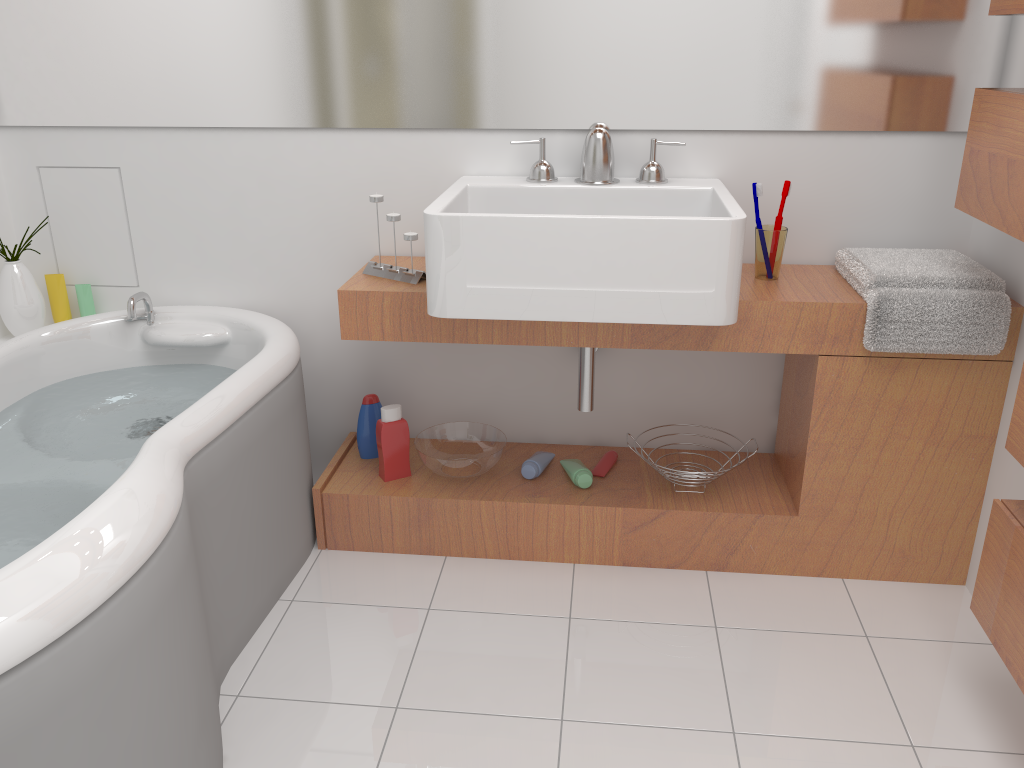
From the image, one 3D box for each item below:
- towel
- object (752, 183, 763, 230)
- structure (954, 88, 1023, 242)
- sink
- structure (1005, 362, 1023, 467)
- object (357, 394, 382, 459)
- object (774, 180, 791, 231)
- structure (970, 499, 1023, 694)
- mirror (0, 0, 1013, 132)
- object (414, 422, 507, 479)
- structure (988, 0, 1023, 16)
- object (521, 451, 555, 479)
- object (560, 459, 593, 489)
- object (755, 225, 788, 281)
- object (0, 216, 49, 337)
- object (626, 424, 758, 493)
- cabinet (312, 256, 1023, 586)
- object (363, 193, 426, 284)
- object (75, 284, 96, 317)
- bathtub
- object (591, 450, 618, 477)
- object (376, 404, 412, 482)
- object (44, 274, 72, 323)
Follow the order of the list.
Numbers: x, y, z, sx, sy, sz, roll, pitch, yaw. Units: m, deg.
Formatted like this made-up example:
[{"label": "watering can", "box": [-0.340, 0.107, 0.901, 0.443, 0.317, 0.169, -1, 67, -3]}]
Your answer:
[{"label": "towel", "box": [0.944, -0.205, 2.082, 0.272, 0.140, 0.359, 2, 21, 6]}, {"label": "object", "box": [0.603, -0.367, 2.132, 0.070, 0.228, 0.016, 12, 25, 29]}, {"label": "structure", "box": [0.986, -0.335, 1.456, 0.165, 0.245, 0.860, 2, 21, 6]}, {"label": "sink", "box": [0.169, -0.237, 2.093, 0.657, 0.673, 0.552, 2, 21, 6]}, {"label": "structure", "box": [0.964, 0.082, 1.382, 0.165, 0.245, 0.417, 2, 21, 6]}, {"label": "object", "box": [-0.386, 0.117, 2.450, 0.092, 0.190, 0.044, -11, 24, -25]}, {"label": "object", "box": [0.643, -0.373, 2.142, 0.052, 0.231, 0.016, -20, 28, -40]}, {"label": "structure", "box": [0.965, 0.408, 1.510, 0.165, 0.245, 0.417, 2, 21, 6]}, {"label": "mirror", "box": [-0.133, -1.066, 2.101, 2.600, 0.887, 0.022, 2, 21, 6]}, {"label": "object", "box": [-0.137, 0.192, 2.379, 0.245, 0.090, 0.245, -9, 23, -20]}, {"label": "structure", "box": [0.985, -0.690, 1.318, 0.165, 0.245, 0.860, 2, 21, 6]}, {"label": "object", "box": [0.071, 0.204, 2.413, 0.059, 0.052, 0.187, 6, 22, 17]}, {"label": "object", "box": [0.173, 0.222, 2.367, 0.059, 0.052, 0.187, -4, 22, -9]}, {"label": "object", "box": [0.620, -0.313, 2.141, 0.076, 0.130, 0.076, -18, 27, -38]}, {"label": "object", "box": [-1.321, -0.275, 2.396, 0.154, 0.326, 0.215, 15, 26, 34]}, {"label": "object", "box": [0.460, 0.202, 2.298, 0.291, 0.126, 0.291, -15, 26, -33]}, {"label": "cabinet", "box": [0.318, 0.077, 2.295, 1.635, 0.719, 0.355, 2, 21, 6]}, {"label": "object", "box": [-0.285, -0.358, 2.154, 0.182, 0.203, 0.059, 15, 26, 34]}, {"label": "object", "box": [-1.209, -0.219, 2.521, 0.038, 0.133, 0.038, 17, 27, 37]}, {"label": "bathtub", "box": [-0.985, 0.329, 1.750, 1.055, 0.674, 1.863, 2, 21, 6]}, {"label": "object", "box": [0.253, 0.219, 2.409, 0.042, 0.037, 0.133, 9, 23, 23]}, {"label": "object", "box": [-0.312, 0.155, 2.331, 0.079, 0.207, 0.046, -12, 24, -27]}, {"label": "object", "box": [-1.289, -0.233, 2.525, 0.047, 0.162, 0.047, 13, 25, 30]}]
